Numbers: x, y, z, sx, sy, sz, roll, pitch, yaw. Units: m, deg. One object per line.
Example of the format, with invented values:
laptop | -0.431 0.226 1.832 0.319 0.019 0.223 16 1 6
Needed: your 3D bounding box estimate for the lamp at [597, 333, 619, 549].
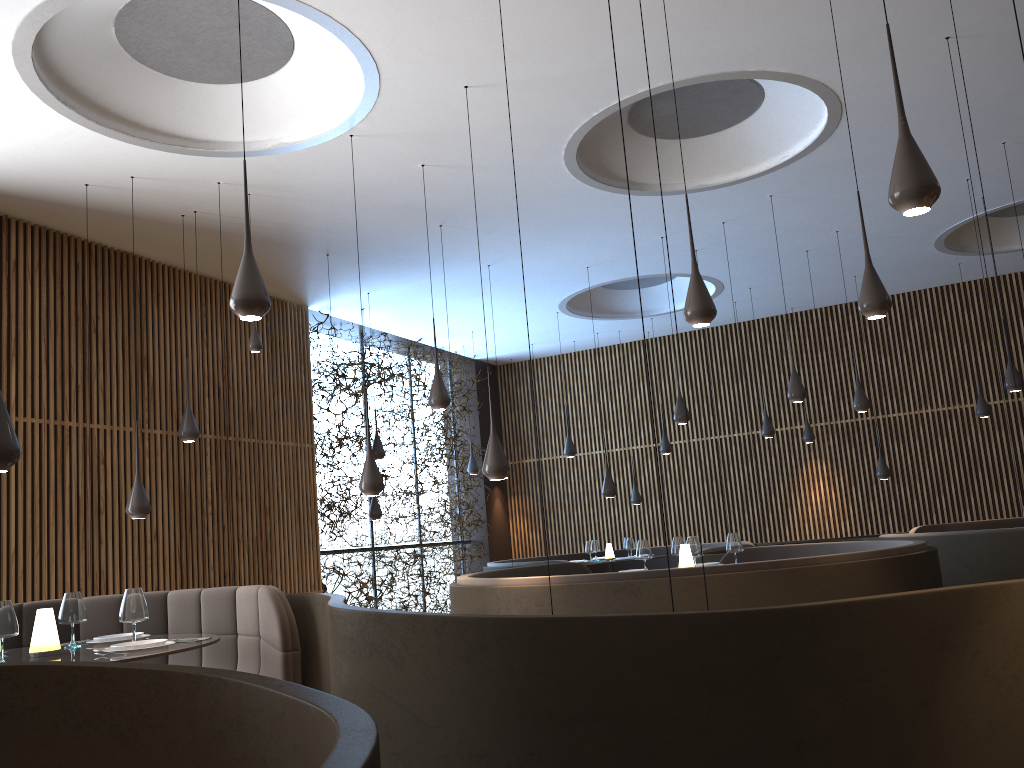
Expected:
lamp | 1.717 2.211 14.706 0.196 6.252 0.196 -12 -11 40

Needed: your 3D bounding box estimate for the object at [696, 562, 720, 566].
object | 1.756 1.648 8.063 0.263 0.029 0.264 -9 -11 21

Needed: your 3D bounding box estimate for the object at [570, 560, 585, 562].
object | 0.904 2.507 12.508 0.263 0.029 0.264 1 -11 -28

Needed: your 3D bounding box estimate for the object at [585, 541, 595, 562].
object | 1.093 2.346 12.412 0.142 0.294 0.142 -8 -9 20

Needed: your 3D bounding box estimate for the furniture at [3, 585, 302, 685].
furniture | -2.298 1.789 5.231 2.534 1.056 0.933 -9 -10 21

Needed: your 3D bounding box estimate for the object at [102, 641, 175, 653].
object | -1.832 1.296 4.359 0.332 0.014 0.333 -4 -10 -4

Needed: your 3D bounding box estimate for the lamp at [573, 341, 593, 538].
lamp | 1.353 2.327 15.195 0.196 6.252 0.196 -6 -9 11

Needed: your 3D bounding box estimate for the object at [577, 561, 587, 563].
object | 0.904 2.517 12.506 0.332 0.014 0.333 -9 -11 23

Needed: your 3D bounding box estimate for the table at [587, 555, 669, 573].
table | 1.447 3.019 12.606 1.671 1.020 1.679 -2 -10 -13

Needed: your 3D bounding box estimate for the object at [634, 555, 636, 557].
object | 1.898 2.483 12.833 0.263 0.029 0.264 -7 -10 14

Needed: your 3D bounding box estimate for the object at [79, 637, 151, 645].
object | -2.207 1.439 4.986 0.411 0.012 0.205 -7 -10 12

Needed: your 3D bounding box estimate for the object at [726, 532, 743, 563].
object | 1.908 1.423 7.597 0.142 0.294 0.142 -4 -9 -3

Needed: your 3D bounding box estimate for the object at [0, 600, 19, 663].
object | -2.378 1.161 4.129 0.142 0.294 0.142 -8 -10 23

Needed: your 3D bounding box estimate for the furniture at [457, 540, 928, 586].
furniture | 1.500 2.041 7.506 3.880 1.114 3.806 -5 -10 1

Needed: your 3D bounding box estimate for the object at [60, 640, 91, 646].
object | -2.492 1.487 5.090 0.126 0.017 0.263 -8 -10 16

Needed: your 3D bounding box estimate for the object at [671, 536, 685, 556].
object | 1.517 1.534 8.039 0.142 0.294 0.142 3 -12 -42

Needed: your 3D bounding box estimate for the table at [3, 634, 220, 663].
table | -2.307 1.869 4.383 1.674 1.020 1.677 -8 -10 17

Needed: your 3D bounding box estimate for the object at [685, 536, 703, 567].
object | 1.483 1.391 7.219 0.142 0.294 0.142 -3 -9 -13

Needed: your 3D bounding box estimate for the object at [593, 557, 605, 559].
object | 1.334 2.595 13.204 0.263 0.029 0.264 -8 -10 17

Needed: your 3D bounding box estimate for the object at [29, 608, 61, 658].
object | -2.358 1.252 4.477 0.142 0.231 0.145 4 -12 -43

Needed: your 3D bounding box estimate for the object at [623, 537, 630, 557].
object | 1.696 2.397 12.980 0.142 0.294 0.142 -1 -9 -21

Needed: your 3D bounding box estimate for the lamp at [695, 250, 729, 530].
lamp | 2.556 1.415 10.612 0.196 6.252 0.196 0 -10 -29

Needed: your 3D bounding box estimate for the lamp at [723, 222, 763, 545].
lamp | 2.671 1.237 9.668 0.196 6.252 0.196 0 -10 -29

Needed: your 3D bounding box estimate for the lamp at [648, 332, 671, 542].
lamp | 2.623 2.179 14.948 0.196 6.252 0.196 -12 -11 40

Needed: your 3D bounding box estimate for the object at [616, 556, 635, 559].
object | 1.557 2.393 12.167 0.263 0.029 0.263 -11 -12 31

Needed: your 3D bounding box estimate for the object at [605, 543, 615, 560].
object | 1.396 2.403 12.699 0.142 0.231 0.145 -6 -9 6

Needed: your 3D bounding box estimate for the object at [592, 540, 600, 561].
object | 1.225 2.441 13.012 0.142 0.294 0.142 -9 -10 25

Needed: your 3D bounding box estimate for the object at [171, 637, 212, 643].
object | -1.716 1.343 4.635 0.262 0.017 0.127 -8 -11 18

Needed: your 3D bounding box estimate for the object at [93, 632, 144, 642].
object | -2.212 1.429 4.988 0.263 0.029 0.264 -3 -10 -9

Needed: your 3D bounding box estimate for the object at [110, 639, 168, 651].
object | -1.833 1.286 4.360 0.263 0.029 0.264 -5 -10 2

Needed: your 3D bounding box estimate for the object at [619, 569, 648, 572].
object | 1.087 1.680 7.932 0.263 0.029 0.264 -3 -10 -8

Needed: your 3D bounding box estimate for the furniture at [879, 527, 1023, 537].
furniture | 5.050 2.148 9.838 0.900 1.043 2.542 -1 -11 -22

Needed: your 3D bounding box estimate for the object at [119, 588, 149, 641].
object | -1.954 1.206 4.581 0.142 0.294 0.142 -10 -10 28

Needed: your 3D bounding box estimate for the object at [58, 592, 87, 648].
object | -2.424 1.300 4.889 0.142 0.294 0.142 -4 -9 -7

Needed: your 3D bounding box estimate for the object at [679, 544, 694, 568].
object | 1.496 1.494 7.629 0.143 0.231 0.144 -13 -12 41

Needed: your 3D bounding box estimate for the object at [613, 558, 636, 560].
object | 1.557 2.402 12.165 0.332 0.014 0.333 -7 -10 12

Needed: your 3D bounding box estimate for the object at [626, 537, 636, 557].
object | 1.659 2.295 12.388 0.142 0.294 0.142 -8 -9 18

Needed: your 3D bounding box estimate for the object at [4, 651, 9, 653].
object | -2.846 1.422 4.590 0.204 0.012 0.412 -8 -11 18

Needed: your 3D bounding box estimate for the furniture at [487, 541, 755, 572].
furniture | 1.622 2.883 12.443 3.883 1.043 3.806 -5 -10 2

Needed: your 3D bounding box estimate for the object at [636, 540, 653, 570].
object | 1.154 1.510 7.734 0.142 0.294 0.142 -4 -9 -8

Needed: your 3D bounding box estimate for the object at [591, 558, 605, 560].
object | 1.334 2.605 13.202 0.332 0.014 0.333 -9 -11 23

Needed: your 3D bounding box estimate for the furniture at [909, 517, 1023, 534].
furniture | 7.231 2.120 10.911 1.981 1.043 3.950 1 -12 -32

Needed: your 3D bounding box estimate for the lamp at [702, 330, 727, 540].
lamp | 3.504 2.065 14.716 0.196 6.252 0.196 2 -11 -39

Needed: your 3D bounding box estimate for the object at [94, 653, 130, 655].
object | -1.833 1.296 4.354 0.204 0.012 0.412 -7 -10 14

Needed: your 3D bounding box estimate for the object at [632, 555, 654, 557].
object | 1.899 2.492 12.831 0.332 0.014 0.333 -7 -10 11

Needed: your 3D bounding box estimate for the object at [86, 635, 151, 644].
object | -2.211 1.439 4.987 0.332 0.014 0.333 -8 -10 17

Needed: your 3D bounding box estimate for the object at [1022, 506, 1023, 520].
object | 6.343 1.642 10.885 0.142 0.294 0.142 1 -11 -33
